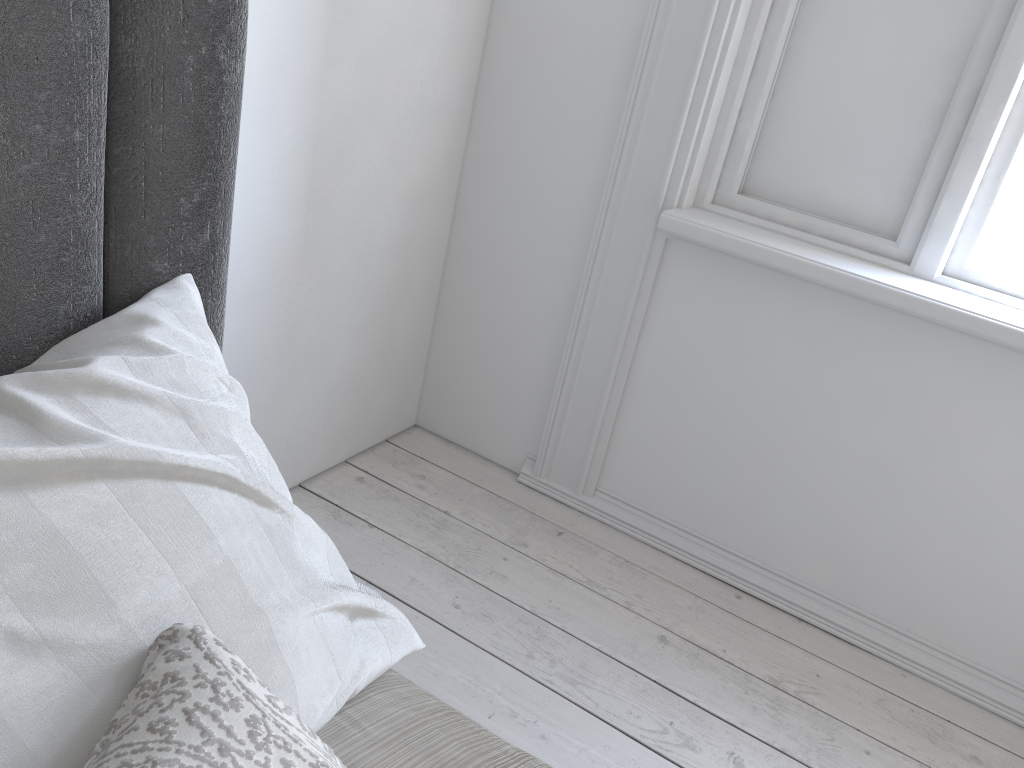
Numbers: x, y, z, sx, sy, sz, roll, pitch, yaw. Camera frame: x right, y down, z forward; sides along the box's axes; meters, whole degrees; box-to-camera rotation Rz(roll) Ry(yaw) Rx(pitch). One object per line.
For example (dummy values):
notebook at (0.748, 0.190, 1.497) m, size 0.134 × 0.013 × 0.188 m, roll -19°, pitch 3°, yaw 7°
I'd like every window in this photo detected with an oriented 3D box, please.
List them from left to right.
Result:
window at (1.035, -0.906, 1.596) m, size 1.048 × 1.535 × 0.079 m, roll 24°, pitch 26°, yaw 23°

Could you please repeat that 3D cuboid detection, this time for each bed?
bed at (0.057, 0.692, 0.041) m, size 2.177 × 1.167 × 1.889 m, roll 24°, pitch 26°, yaw 23°

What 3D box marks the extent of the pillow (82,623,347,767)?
pillow at (-0.279, 0.481, 0.215) m, size 0.416 × 0.225 × 1.147 m, roll 20°, pitch 25°, yaw 16°
